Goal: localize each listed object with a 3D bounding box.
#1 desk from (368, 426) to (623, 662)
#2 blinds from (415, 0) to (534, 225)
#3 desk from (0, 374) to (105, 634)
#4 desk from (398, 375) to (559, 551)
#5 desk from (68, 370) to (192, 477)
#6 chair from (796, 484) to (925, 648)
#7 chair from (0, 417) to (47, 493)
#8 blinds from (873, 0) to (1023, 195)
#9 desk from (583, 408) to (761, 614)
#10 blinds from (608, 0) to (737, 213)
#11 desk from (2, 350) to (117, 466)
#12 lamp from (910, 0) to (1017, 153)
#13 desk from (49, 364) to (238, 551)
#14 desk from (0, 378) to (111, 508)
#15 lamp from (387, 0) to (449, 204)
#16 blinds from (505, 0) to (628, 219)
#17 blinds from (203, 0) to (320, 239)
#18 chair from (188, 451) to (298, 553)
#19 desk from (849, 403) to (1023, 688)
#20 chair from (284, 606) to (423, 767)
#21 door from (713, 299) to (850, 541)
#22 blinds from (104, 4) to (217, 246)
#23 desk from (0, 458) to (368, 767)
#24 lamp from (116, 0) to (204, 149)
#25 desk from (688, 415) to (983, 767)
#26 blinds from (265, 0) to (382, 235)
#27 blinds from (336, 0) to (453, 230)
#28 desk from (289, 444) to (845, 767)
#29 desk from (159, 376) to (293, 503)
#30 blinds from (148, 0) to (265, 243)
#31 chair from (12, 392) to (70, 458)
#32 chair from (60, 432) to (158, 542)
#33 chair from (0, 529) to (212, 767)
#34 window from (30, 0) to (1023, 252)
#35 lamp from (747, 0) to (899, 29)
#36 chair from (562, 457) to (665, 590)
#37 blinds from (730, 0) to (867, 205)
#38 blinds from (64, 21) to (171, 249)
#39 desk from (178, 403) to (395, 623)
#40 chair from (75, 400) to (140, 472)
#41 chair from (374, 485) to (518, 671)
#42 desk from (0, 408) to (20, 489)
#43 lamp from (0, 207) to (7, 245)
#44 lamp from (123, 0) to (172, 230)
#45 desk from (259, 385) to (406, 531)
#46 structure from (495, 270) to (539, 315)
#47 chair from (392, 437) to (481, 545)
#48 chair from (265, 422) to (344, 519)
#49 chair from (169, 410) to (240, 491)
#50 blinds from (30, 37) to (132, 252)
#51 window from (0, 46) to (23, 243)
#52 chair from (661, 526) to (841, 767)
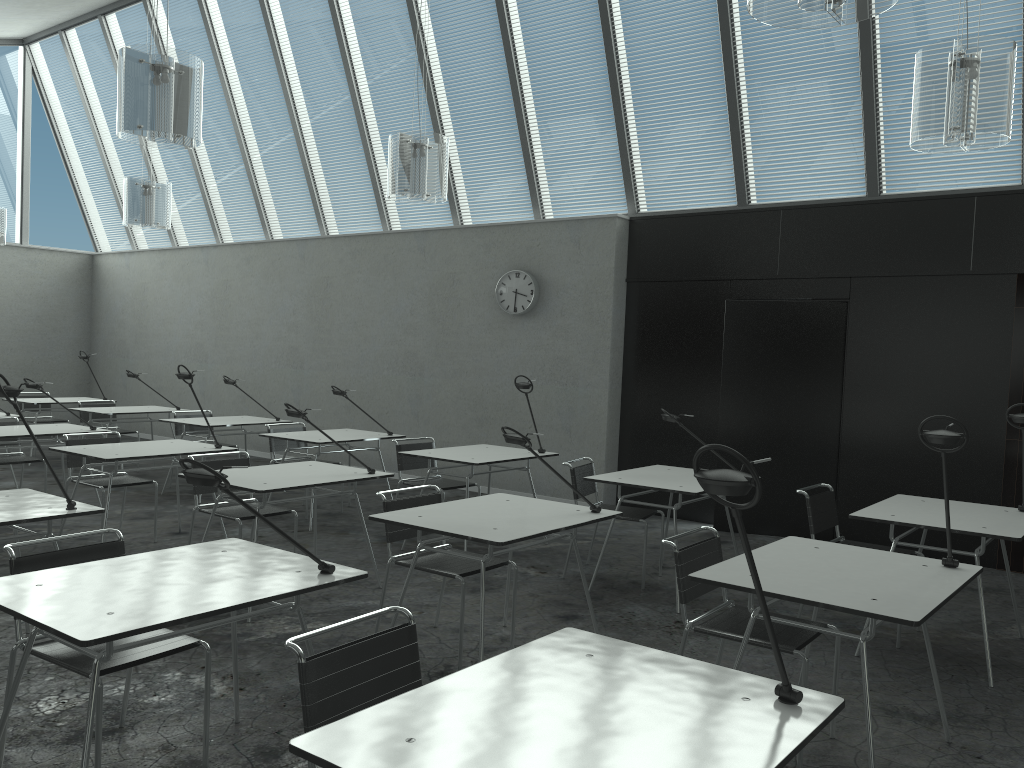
[{"bbox_3d":[-0.055,0.762,3.806,0.700,1.153,0.900,4,3,37],"label":"desk"},{"bbox_3d":[-0.407,-3.169,8.006,0.889,2.949,1.094,4,3,37],"label":"blinds"},{"bbox_3d":[-2.196,0.607,3.455,0.700,1.321,0.900,4,3,37],"label":"desk"},{"bbox_3d":[-0.217,0.579,6.033,0.700,1.321,0.900,4,3,38],"label":"desk"},{"bbox_3d":[-3.718,0.416,8.637,0.700,1.153,0.900,4,3,37],"label":"desk"},{"bbox_3d":[1.757,0.996,4.516,0.555,0.765,0.428,4,3,39],"label":"chair"},{"bbox_3d":[-3.822,0.685,6.677,0.555,0.765,0.428,4,3,37],"label":"chair"},{"bbox_3d":[2.736,-2.962,5.615,0.889,2.982,1.106,4,3,37],"label":"blinds"},{"bbox_3d":[0.939,0.745,5.160,0.700,1.153,0.900,4,3,37],"label":"desk"},{"bbox_3d":[1.167,-3.057,6.812,0.889,2.949,1.094,4,3,37],"label":"blinds"},{"bbox_3d":[-4.860,0.249,9.539,0.700,1.321,0.900,4,3,37],"label":"desk"},{"bbox_3d":[1.835,-2.486,3.470,0.359,2.848,0.350,4,3,37],"label":"lamp"},{"bbox_3d":[-2.329,0.511,5.641,0.700,1.321,0.900,4,3,37],"label":"desk"},{"bbox_3d":[-3.536,0.513,6.472,0.700,1.153,0.900,4,3,37],"label":"desk"},{"bbox_3d":[-0.513,-2.653,5.251,0.359,2.848,0.350,4,3,37],"label":"lamp"},{"bbox_3d":[0.381,-3.113,7.409,0.889,2.949,1.094,4,3,37],"label":"blinds"},{"bbox_3d":[-2.767,-3.337,9.796,0.889,2.949,1.094,4,3,37],"label":"blinds"},{"bbox_3d":[-1.536,0.845,5.017,0.555,0.765,0.428,4,3,39],"label":"chair"},{"bbox_3d":[2.096,0.745,4.238,0.700,1.321,0.900,4,3,37],"label":"desk"},{"bbox_3d":[-0.197,1.024,1.971,0.555,0.765,0.428,4,3,35],"label":"chair"},{"bbox_3d":[2.033,0.287,6.796,0.940,2.020,0.365,4,3,37],"label":"door"},{"bbox_3d":[-4.339,-3.449,10.989,0.889,2.949,1.094,4,3,37],"label":"blinds"},{"bbox_3d":[-0.992,0.774,2.602,0.700,1.153,0.900,4,3,37],"label":"desk"},{"bbox_3d":[-1.535,-2.368,3.930,0.359,2.307,0.350,4,3,37],"label":"lamp"},{"bbox_3d":[1.109,0.758,2.989,0.700,1.321,0.900,4,3,38],"label":"desk"},{"bbox_3d":[-1.980,-3.281,9.199,0.889,2.949,1.094,4,3,37],"label":"blinds"},{"bbox_3d":[-1.193,-3.225,8.603,0.889,2.949,1.094,4,3,37],"label":"blinds"},{"bbox_3d":[0.148,0.773,1.707,0.700,1.321,0.900,4,3,37],"label":"desk"},{"bbox_3d":[-2.515,0.498,7.809,0.700,1.153,0.900,4,3,37],"label":"desk"},{"bbox_3d":[-3.552,-3.393,10.392,0.889,2.949,1.094,4,3,37],"label":"blinds"},{"bbox_3d":[-5.205,0.501,9.804,0.555,0.765,0.428,4,3,37],"label":"chair"},{"bbox_3d":[-2.665,0.765,5.863,0.555,0.765,0.428,4,3,37],"label":"chair"},{"bbox_3d":[-1.269,0.949,2.762,0.555,0.765,0.428,4,3,34],"label":"chair"},{"bbox_3d":[-1.175,-3.258,8.624,12.775,3.101,1.144,4,3,37],"label":"window"},{"bbox_3d":[0.813,-2.200,2.149,0.359,2.307,0.350,4,3,37],"label":"lamp"},{"bbox_3d":[0.605,0.915,5.376,0.555,0.765,0.428,3,3,25],"label":"chair"},{"bbox_3d":[1.952,-3.001,6.217,0.889,2.949,1.094,4,3,37],"label":"blinds"},{"bbox_3d":[-5.126,-3.505,11.586,0.889,2.949,1.094,4,3,37],"label":"blinds"},{"bbox_3d":[-1.196,0.677,4.752,0.700,1.153,0.900,4,3,38],"label":"desk"},{"bbox_3d":[-4.060,0.584,8.898,0.555,0.765,0.428,4,3,37],"label":"chair"},{"bbox_3d":[-0.307,0.936,3.983,0.555,0.765,0.428,4,3,37],"label":"chair"},{"bbox_3d":[-4.685,0.429,7.385,0.700,1.153,0.900,4,3,38],"label":"desk"},{"bbox_3d":[-5.210,-2.987,8.813,0.359,2.848,0.350,4,3,37],"label":"lamp"},{"bbox_3d":[-2.862,-2.820,7.032,0.359,2.848,0.350,4,3,37],"label":"lamp"},{"bbox_3d":[-1.387,0.581,6.884,0.700,1.153,0.900,4,3,38],"label":"desk"},{"bbox_3d":[0.045,-0.920,8.044,0.446,0.446,0.077,4,3,37],"label":"structure"},{"bbox_3d":[-0.549,0.832,6.261,0.555,0.765,0.428,4,3,41],"label":"chair"},{"bbox_3d":[-1.671,0.754,7.091,0.555,0.765,0.428,4,3,36],"label":"chair"},{"bbox_3d":[-2.781,0.671,8.020,0.555,0.765,0.428,4,3,41],"label":"chair"},{"bbox_3d":[-5.914,-3.561,12.183,0.889,2.949,1.094,4,3,37],"label":"blinds"},{"bbox_3d":[-8.782,-3.555,9.244,0.010,3.041,7.052,4,3,37],"label":"window"},{"bbox_3d":[0.843,1.015,3.182,0.555,0.765,0.428,4,3,36],"label":"chair"}]
